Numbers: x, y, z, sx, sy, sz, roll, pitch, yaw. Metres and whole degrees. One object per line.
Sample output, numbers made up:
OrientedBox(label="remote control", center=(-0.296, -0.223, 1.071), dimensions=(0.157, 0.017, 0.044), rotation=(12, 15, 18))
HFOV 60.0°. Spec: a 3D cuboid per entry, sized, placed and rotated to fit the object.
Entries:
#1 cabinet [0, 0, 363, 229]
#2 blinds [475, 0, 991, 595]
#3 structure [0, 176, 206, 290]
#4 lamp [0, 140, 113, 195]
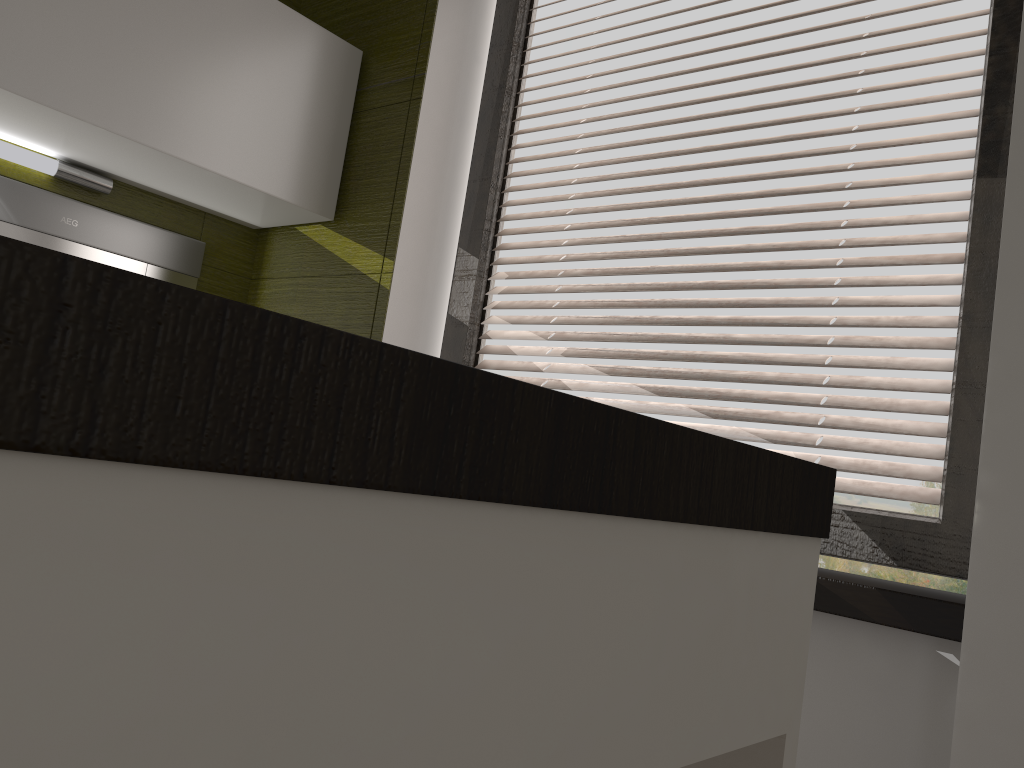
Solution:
OrientedBox(label="cabinet", center=(-1.784, -0.126, 0.916), dimensions=(0.724, 2.089, 3.471), rotation=(4, -7, 40))
OrientedBox(label="blinds", center=(0.407, -2.554, 6.121), dimensions=(16.000, 12.704, 9.030), rotation=(10, -6, -10))
OrientedBox(label="structure", center=(-1.017, -0.182, 1.964), dimensions=(0.015, 0.469, 0.663), rotation=(4, -7, 40))
OrientedBox(label="lamp", center=(-1.131, -0.513, 1.750), dimensions=(0.095, 0.041, 0.716), rotation=(4, -7, 40))
